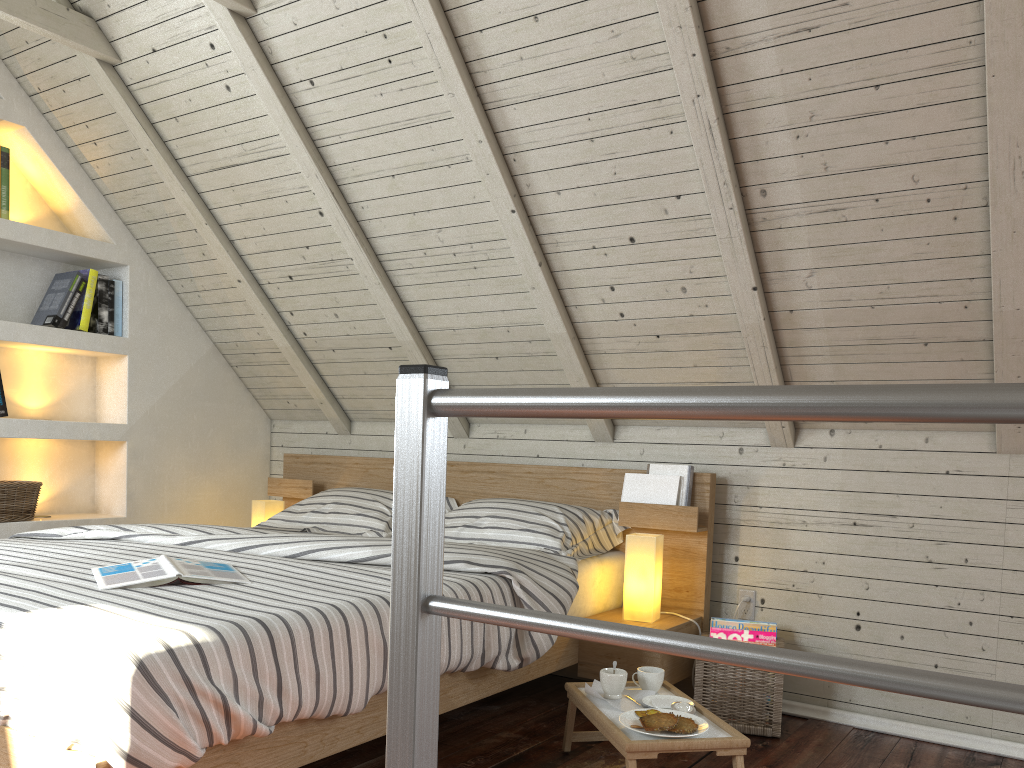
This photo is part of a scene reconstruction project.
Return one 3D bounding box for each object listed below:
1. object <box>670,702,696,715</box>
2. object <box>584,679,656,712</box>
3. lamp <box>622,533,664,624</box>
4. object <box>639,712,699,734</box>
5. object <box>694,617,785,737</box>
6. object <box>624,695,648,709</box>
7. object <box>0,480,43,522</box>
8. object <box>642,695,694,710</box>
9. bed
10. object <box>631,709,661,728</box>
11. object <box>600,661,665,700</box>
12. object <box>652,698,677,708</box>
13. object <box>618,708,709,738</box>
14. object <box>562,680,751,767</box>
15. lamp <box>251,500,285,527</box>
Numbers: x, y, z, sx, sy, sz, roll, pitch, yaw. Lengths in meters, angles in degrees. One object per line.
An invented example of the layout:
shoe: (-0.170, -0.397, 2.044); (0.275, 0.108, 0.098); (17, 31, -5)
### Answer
object: (0.383, 0.726, 1.969); (0.055, 0.028, 0.055); (3, -3, -16)
object: (0.242, 0.720, 2.064); (0.158, 0.046, 0.154); (0, -4, 24)
lamp: (0.386, 0.568, 2.584); (0.090, 0.253, 0.090); (3, 3, 24)
object: (0.333, 0.713, 1.860); (0.118, 0.029, 0.110); (2, -4, -1)
object: (0.654, 0.831, 2.524); (0.236, 0.278, 0.237); (2, 0, 17)
object: (0.296, 0.741, 2.034); (0.016, 0.002, 0.152); (3, -4, -17)
object: (-1.755, 0.398, 2.989); (0.177, 0.134, 0.283); (1, -3, 25)
object: (0.361, 0.740, 2.034); (0.119, 0.010, 0.120); (1, -4, 11)
bed: (-0.680, 0.563, 2.457); (1.866, 0.707, 1.883); (0, -4, 34)
object: (0.288, 0.723, 1.899); (0.140, 0.015, 0.077); (5, -5, -36)
object: (0.286, 0.702, 2.126); (0.185, 0.100, 0.081); (4, -1, -33)
object: (0.355, 0.741, 2.040); (0.059, 0.005, 0.060); (2, -4, -1)
object: (0.320, 0.722, 1.862); (0.189, 0.016, 0.190); (-2, -6, 44)
object: (0.306, 0.823, 1.991); (0.269, 0.182, 0.530); (2, -3, -12)
lamp: (-0.965, 0.586, 3.473); (0.090, 0.253, 0.090); (4, 3, 41)
